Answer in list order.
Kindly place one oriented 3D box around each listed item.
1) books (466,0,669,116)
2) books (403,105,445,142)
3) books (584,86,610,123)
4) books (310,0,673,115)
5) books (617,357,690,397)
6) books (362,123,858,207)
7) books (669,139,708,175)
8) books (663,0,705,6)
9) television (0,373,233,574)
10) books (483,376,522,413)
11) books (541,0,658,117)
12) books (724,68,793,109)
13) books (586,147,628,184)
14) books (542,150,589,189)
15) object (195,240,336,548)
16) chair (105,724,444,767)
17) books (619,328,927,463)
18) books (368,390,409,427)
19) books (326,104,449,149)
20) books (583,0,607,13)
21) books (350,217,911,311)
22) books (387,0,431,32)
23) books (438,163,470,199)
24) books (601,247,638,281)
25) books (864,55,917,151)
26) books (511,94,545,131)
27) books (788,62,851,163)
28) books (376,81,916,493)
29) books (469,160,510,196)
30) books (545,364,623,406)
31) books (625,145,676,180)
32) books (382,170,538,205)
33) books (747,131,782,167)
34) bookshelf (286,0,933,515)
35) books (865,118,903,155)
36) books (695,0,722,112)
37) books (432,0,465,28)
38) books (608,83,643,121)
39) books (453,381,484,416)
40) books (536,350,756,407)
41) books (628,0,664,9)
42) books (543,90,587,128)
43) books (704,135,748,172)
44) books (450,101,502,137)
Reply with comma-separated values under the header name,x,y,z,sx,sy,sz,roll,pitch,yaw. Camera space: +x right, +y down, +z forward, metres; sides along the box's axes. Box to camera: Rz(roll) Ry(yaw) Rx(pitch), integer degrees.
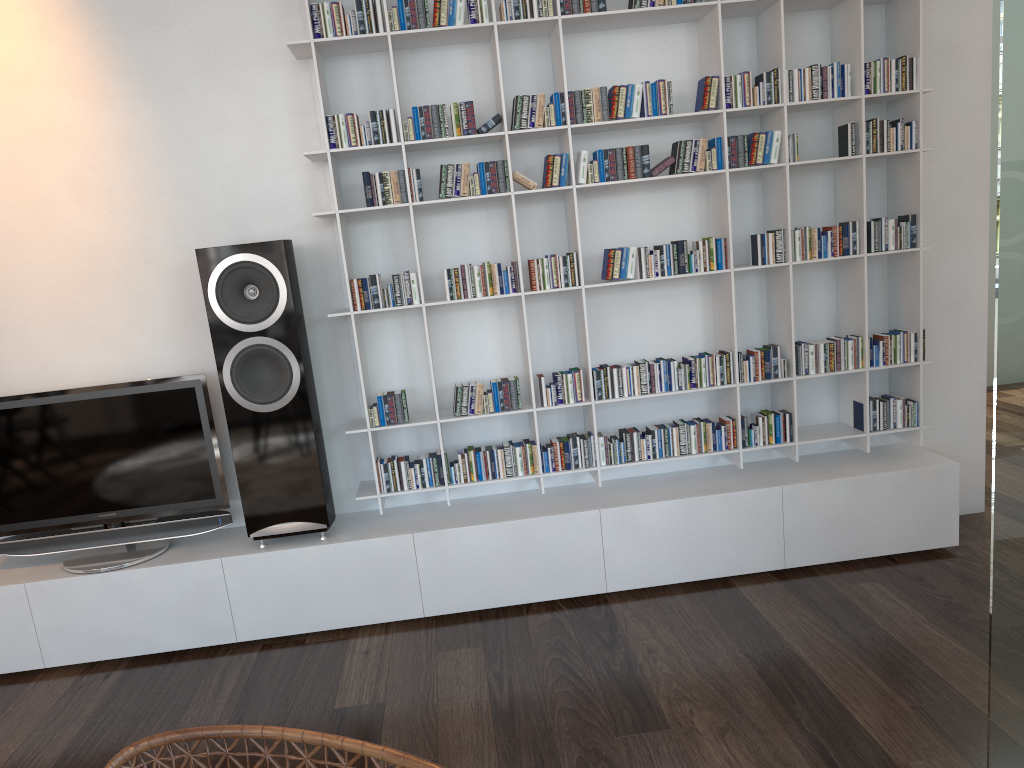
name,x,y,z,sx,sy,sz,roll,pitch,yaw
books,0.185,-1.069,2.876,0.620,0.445,0.099,-7,13,-4
books,-0.289,-0.844,2.883,0.132,0.106,0.098,-7,11,-5
books,0.275,-0.913,2.916,0.074,0.110,0.088,-7,11,-4
books,-0.050,-1.037,2.862,1.123,0.438,0.100,-7,13,-3
books,0.501,-0.030,3.134,0.234,0.114,0.113,-7,11,-4
books,0.255,-1.096,2.877,1.752,0.872,0.113,-7,13,-3
books,0.593,-0.762,2.977,0.118,0.110,0.088,-7,11,-4
books,0.550,-1.270,2.862,0.132,0.106,0.098,-7,11,-5
television,-1.407,0.306,3.029,0.789,0.610,0.340,-3,12,14
books,-0.037,0.037,3.100,0.132,0.106,0.098,-7,11,-5
books,0.283,-1.075,2.884,0.350,0.438,0.099,-7,13,-4
books,0.808,-0.978,2.949,0.232,0.114,0.100,-7,11,-4
books,0.313,-0.728,2.961,0.132,0.106,0.098,-7,11,-5
books,0.178,-0.713,2.952,0.157,0.112,0.088,-7,11,-4
object,-0.811,0.037,3.009,0.295,1.018,0.276,-7,13,-4
chair,-0.308,0.813,0.802,0.718,0.720,0.675,0,13,28
books,0.928,0.037,3.186,1.132,0.355,0.113,-7,13,-3
books,-0.431,0.084,3.077,0.132,0.106,0.098,-7,11,-5
books,-0.402,-0.831,2.877,0.383,0.106,0.100,-7,11,-3
books,0.259,-1.235,2.843,0.074,0.106,0.088,-7,11,-4
books,0.418,-0.419,3.041,1.923,0.116,0.113,-7,11,-3
books,-0.328,-1.167,2.809,0.132,0.106,0.098,-7,11,-5
books,-0.193,-0.671,2.929,0.118,0.110,0.088,-7,11,-4
books,0.368,-0.413,3.035,0.118,0.110,0.088,-7,11,-4
books,1.261,-0.939,2.999,0.183,0.304,0.113,-7,12,-4
books,0.052,-0.887,2.903,0.118,0.110,0.088,-7,11,-4
books,1.017,-0.910,2.984,0.230,0.305,0.113,-7,12,-4
books,0.405,-0.634,2.992,1.951,1.849,0.113,-7,13,-3
books,-0.078,-0.680,2.938,0.132,0.106,0.098,-7,11,-5
books,0.249,0.000,3.118,0.268,0.114,0.098,-7,11,-5
books,0.462,-0.745,2.969,0.163,0.108,0.088,-7,11,-4
books,-0.169,-0.670,2.931,0.503,0.107,0.088,-7,11,-3
books,0.844,-0.793,2.992,0.118,0.110,0.088,-7,11,-4
bookshelf,0.376,-0.694,3.026,2.084,2.107,0.223,-7,13,-3
books,1.047,-1.076,2.950,0.568,0.636,0.113,-7,13,-3
books,0.675,-1.124,2.904,0.156,0.438,0.088,-7,13,-4
books,-0.201,-1.183,2.815,0.118,0.110,0.088,-7,11,-4
books,0.370,-0.926,2.921,0.118,0.110,0.088,-7,11,-4
books,-0.152,0.050,3.092,0.118,0.110,0.088,-7,11,-4
books,0.471,-0.027,3.133,0.764,0.114,0.113,-7,11,-3
books,0.436,-1.257,2.854,0.118,0.110,0.088,-7,11,-4
books,0.170,-0.899,2.911,0.139,0.106,0.098,-7,11,-5
books,0.715,-0.776,2.986,0.144,0.106,0.097,-7,11,-5
books,-0.115,-0.864,2.893,0.163,0.108,0.088,-7,11,-4
